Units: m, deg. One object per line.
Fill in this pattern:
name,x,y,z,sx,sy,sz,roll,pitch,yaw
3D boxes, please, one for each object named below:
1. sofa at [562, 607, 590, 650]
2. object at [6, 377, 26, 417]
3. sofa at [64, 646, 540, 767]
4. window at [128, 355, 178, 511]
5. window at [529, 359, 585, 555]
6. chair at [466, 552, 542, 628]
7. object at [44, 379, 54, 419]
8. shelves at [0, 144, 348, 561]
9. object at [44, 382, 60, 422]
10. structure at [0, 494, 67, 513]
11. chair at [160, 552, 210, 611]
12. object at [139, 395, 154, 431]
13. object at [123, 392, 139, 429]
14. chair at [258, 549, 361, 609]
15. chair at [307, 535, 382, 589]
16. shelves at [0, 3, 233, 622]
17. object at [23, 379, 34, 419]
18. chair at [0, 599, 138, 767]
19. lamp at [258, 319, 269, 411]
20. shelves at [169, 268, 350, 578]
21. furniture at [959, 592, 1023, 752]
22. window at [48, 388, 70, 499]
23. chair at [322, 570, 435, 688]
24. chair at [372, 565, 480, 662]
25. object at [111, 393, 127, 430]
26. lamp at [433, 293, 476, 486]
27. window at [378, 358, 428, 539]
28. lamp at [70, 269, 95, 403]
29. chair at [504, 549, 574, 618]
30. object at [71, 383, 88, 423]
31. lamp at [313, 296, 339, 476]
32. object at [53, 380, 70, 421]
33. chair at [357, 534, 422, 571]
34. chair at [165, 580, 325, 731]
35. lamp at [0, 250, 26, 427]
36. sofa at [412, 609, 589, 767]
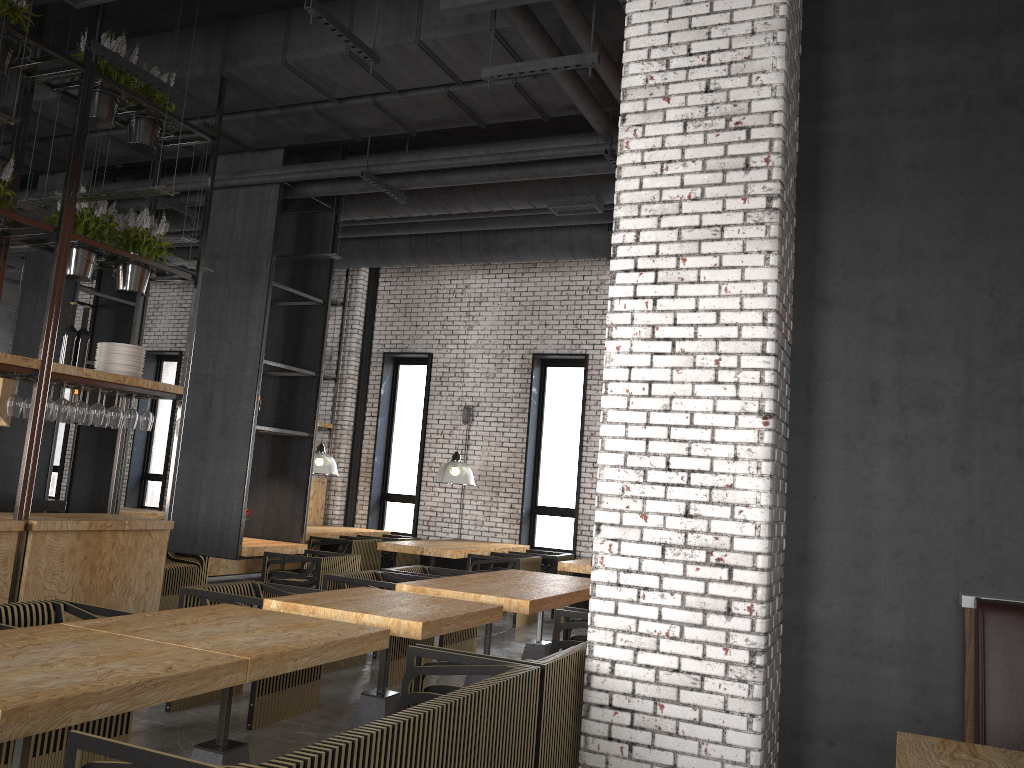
sofa,0.970,1.954,6.447,0.640,0.732,1.800,1,-8,24
object,-3.283,0.084,5.865,0.101,0.268,0.101,9,-9,-29
sofa,-0.560,1.420,3.001,0.640,0.732,1.800,1,-8,24
window,-5.938,0.825,15.044,0.748,2.706,0.364,1,-9,24
window,0.638,0.976,12.109,0.748,2.706,0.364,1,-9,24
chair,-0.105,2.298,9.977,0.638,0.732,0.655,1,-8,23
object,-3.022,0.090,5.748,0.101,0.268,0.101,9,-9,-29
shelves,-4.885,-0.547,10.051,6.148,4.379,1.000,1,-9,24
object,-3.177,0.121,6.105,0.101,0.268,0.100,6,-8,-12
structure,-7.267,0.962,6.643,5.877,1.538,4.298,1,-8,24
chair,-3.562,1.914,9.005,0.638,0.732,0.655,1,-8,27
object,-2.679,0.210,6.521,0.101,0.268,0.100,6,-8,-12
object,-2.738,0.189,6.388,0.101,0.268,0.100,6,-8,-12
chair,-1.899,1.957,8.295,0.638,0.732,0.655,1,-8,23
chair,-2.069,2.254,10.864,0.638,0.732,0.655,1,-8,24
shelves,-3.392,-0.703,5.218,0.690,5.033,3.649,1,-8,24
object,-3.232,0.102,5.981,0.101,0.268,0.101,9,-9,-29
chair,-2.215,1.422,4.071,0.638,0.732,0.655,1,-8,27
lamp,-2.505,-0.523,9.018,0.108,1.603,0.108,5,-8,-4
shelves,-3.355,0.130,12.089,0.690,5.033,2.326,1,-9,24
furniture,1.528,1.070,0.542,1.918,1.154,6.744,1,-8,24
window,-8.144,0.774,16.029,0.748,2.706,0.364,1,-9,24
chair,-1.016,1.839,6.763,0.638,0.732,0.655,1,-8,24
chair,-0.703,1.953,7.504,0.638,0.732,0.655,1,-8,23
object,-2.941,0.204,6.638,0.101,0.268,0.100,6,-8,-12
lamp,-0.616,0.041,11.058,0.536,2.412,0.536,9,-9,-29
window,-1.572,0.926,13.096,0.748,2.706,0.364,1,-9,24
lamp,-4.848,-0.577,10.064,0.108,1.603,0.108,7,-8,-19
chair,0.339,2.444,10.904,0.638,0.732,0.655,1,-8,21
object,-2.915,0.127,5.989,0.101,0.268,0.100,6,-8,-12
lamp,-2.467,-0.001,11.883,0.536,2.412,0.536,9,-9,-29
object,-2.971,0.108,5.864,0.101,0.268,0.101,9,-9,-29
chair,-1.670,2.399,11.812,0.638,0.732,0.655,1,-8,22
chair,-1.608,1.637,5.465,0.638,0.732,0.655,1,-8,23
lamp,-4.278,-0.414,7.583,0.127,1.551,0.127,1,-9,24
sofa,0.184,1.679,4.676,0.640,0.732,1.800,1,-8,24
